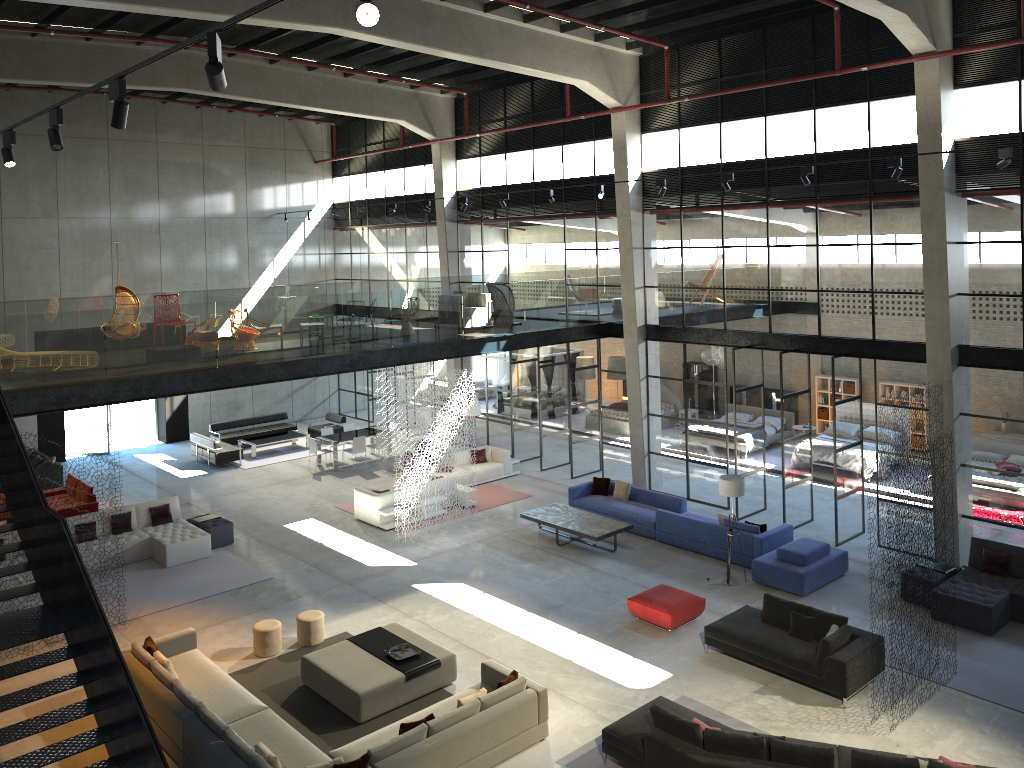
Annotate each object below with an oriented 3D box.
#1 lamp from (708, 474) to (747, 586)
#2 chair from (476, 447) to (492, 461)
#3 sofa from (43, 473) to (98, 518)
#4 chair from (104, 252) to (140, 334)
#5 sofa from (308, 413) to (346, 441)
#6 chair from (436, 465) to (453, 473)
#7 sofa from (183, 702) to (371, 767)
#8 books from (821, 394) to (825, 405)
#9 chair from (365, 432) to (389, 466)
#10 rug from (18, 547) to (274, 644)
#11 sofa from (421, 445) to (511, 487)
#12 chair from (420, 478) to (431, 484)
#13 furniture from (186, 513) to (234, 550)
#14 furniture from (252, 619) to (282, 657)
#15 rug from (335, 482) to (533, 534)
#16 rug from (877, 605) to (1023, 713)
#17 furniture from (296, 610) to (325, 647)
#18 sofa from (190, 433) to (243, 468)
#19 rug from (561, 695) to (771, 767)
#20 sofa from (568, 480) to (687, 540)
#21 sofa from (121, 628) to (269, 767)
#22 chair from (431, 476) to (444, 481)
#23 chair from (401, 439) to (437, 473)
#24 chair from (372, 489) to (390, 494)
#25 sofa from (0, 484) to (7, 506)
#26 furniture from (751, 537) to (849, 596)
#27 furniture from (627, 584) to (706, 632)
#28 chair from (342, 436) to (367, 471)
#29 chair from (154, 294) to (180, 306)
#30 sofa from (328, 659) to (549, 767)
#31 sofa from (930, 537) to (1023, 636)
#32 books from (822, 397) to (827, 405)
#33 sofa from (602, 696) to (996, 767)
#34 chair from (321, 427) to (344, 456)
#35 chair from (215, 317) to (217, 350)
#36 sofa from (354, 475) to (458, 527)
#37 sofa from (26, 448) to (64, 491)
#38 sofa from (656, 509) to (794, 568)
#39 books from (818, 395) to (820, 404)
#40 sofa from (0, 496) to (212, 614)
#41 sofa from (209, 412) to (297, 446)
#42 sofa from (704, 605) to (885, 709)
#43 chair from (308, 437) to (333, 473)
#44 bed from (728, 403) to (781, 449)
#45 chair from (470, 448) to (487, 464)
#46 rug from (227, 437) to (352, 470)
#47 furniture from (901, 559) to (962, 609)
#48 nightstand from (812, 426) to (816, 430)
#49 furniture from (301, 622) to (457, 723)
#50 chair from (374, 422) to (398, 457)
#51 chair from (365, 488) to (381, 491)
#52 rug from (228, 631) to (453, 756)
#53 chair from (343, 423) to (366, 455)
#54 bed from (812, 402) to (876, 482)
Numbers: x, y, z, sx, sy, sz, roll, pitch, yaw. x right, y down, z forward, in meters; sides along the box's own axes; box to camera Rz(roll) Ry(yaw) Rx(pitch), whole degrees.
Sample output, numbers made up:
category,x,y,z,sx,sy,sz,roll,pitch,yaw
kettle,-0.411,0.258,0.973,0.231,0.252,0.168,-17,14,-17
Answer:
category,x,y,z,sx,sy,sz,roll,pitch,yaw
lamp,3.643,2.463,14.729,0.671,1.738,0.429,-3,2,-44
chair,-0.690,1.768,21.912,0.380,0.336,0.255,-2,4,-8
sofa,-9.782,2.569,19.195,0.821,0.810,1.972,-6,9,-41
chair,-7.095,-1.678,15.837,0.637,1.771,0.601,-1,2,23
sofa,-5.561,1.340,26.363,0.825,0.756,0.954,-6,8,-41
chair,-1.604,2.019,20.958,0.414,0.107,0.411,-1,9,4
sofa,-2.484,4.017,9.215,1.060,0.718,2.345,-7,10,-41
books,8.945,0.438,25.237,0.186,0.286,0.048,-4,3,-42
chair,-3.611,1.692,23.496,0.422,0.868,0.546,-4,4,-42
rug,-6.440,3.517,15.261,3.652,0.020,2.658,-10,12,-41
sofa,-1.108,2.061,21.398,2.160,0.666,0.945,-9,10,-41
chair,-1.968,2.235,19.210,0.269,0.317,0.396,1,6,35
furniture,-6.013,2.925,17.473,0.962,0.453,0.512,6,9,43
furniture,-3.525,3.659,12.642,0.402,0.399,0.402,-4,6,-27
rug,-1.742,2.657,19.870,3.652,0.020,2.658,-10,12,-41
rug,6.858,3.738,11.685,2.665,0.020,3.644,-9,12,-41
furniture,-2.968,3.597,12.933,0.401,0.399,0.404,2,6,38
sofa,-8.107,1.772,24.081,0.825,0.754,1.658,-6,9,-41
rug,2.397,4.302,8.889,2.665,0.020,3.644,-9,12,-41
sofa,2.354,2.534,18.068,1.060,0.601,2.345,-8,11,-41
sofa,-4.033,3.781,10.945,1.060,0.718,2.345,-7,10,-41
chair,-1.720,2.200,19.385,0.398,0.321,0.269,-6,6,-40
chair,-2.407,1.846,22.711,0.801,0.745,0.658,-6,6,-42
chair,-2.737,2.369,18.540,0.402,0.334,0.284,-1,4,3
sofa,-11.619,2.601,19.296,1.291,0.811,0.818,-8,8,-41
furniture,4.878,2.974,14.836,1.547,0.552,0.953,-9,10,-41
furniture,2.353,3.396,13.371,0.860,0.374,0.858,-8,10,-41
chair,-4.133,1.780,23.029,0.422,0.868,0.546,-4,4,-42
chair,-6.330,-1.173,16.389,0.649,0.978,0.662,-4,5,-42
sofa,-0.784,3.871,9.850,2.351,0.719,1.057,-9,10,-41
sofa,8.219,3.195,12.125,1.837,0.865,4.168,-8,11,-41
books,8.985,0.481,25.214,0.160,0.203,0.075,-5,4,-42
sofa,2.920,3.978,9.039,4.069,0.560,1.484,3,9,27
chair,-4.896,1.664,23.882,0.422,0.868,0.546,-4,4,-42
chair,-6.080,-1.000,17.254,0.741,0.706,0.523,0,4,21
sofa,-2.290,2.466,19.052,2.151,0.667,0.951,-9,10,-41
sofa,-13.262,2.350,21.835,3.211,0.565,2.836,-9,12,-41
sofa,3.909,2.715,16.311,1.060,0.718,2.345,-7,10,-41
books,8.885,0.439,25.312,0.176,0.260,0.019,-5,3,-42
sofa,-7.767,3.021,15.850,4.178,0.865,1.832,-9,11,-41
sofa,-7.675,1.428,26.160,2.468,0.754,0.823,-9,9,-41
sofa,3.762,3.511,11.825,1.088,0.558,2.115,-8,11,-41
chair,-5.015,1.807,23.007,0.548,0.868,0.421,-4,4,-42
bed,6.185,1.251,24.068,2.411,0.865,2.266,-9,11,-41
chair,-0.826,1.797,21.759,0.411,0.334,0.258,-2,4,-9
rug,-6.613,1.929,25.235,3.412,0.025,2.420,-10,12,-41
furniture,6.664,3.157,13.931,0.965,0.453,0.511,-7,8,-37
nightstand,7.646,1.478,22.946,0.601,0.697,0.607,0,5,20
furniture,-1.763,3.776,11.618,1.547,0.397,1.454,-9,11,-41
chair,-3.493,1.549,24.371,0.548,0.868,0.421,-4,4,-42
chair,-2.901,2.348,18.757,0.390,0.270,0.321,1,6,23
rug,-2.274,4.089,10.996,2.665,0.020,3.644,-9,12,-41
chair,-4.375,1.576,24.349,0.422,0.868,0.546,-4,4,-42
bed,8.284,1.346,21.477,2.331,1.411,2.227,-8,9,-42
